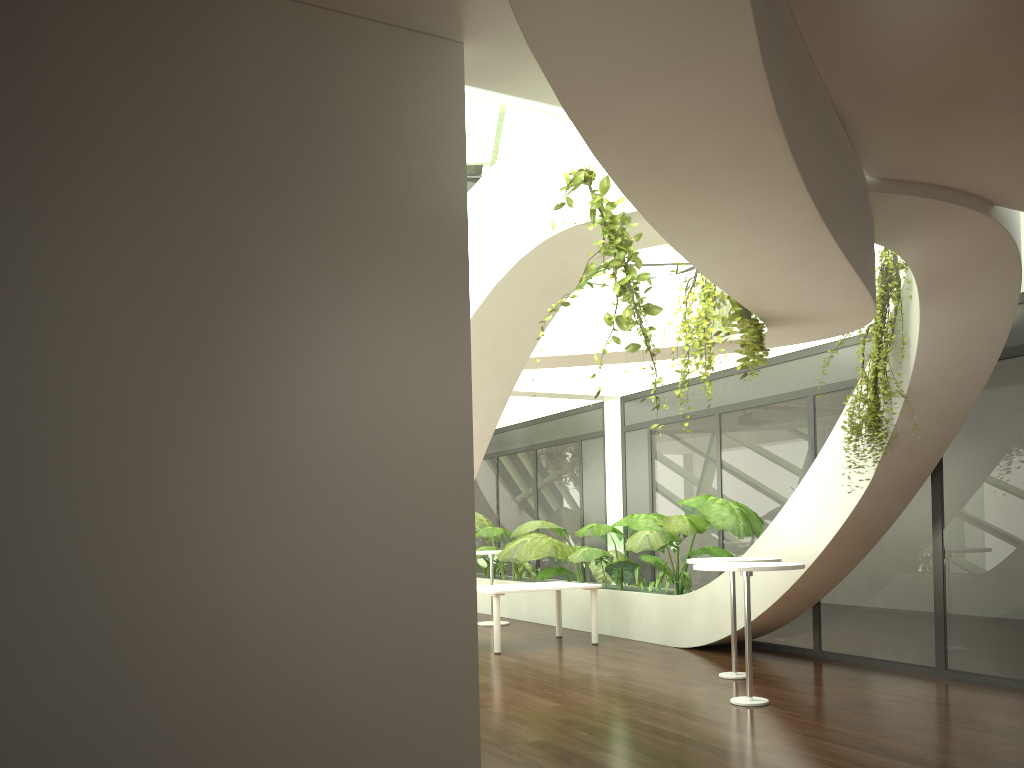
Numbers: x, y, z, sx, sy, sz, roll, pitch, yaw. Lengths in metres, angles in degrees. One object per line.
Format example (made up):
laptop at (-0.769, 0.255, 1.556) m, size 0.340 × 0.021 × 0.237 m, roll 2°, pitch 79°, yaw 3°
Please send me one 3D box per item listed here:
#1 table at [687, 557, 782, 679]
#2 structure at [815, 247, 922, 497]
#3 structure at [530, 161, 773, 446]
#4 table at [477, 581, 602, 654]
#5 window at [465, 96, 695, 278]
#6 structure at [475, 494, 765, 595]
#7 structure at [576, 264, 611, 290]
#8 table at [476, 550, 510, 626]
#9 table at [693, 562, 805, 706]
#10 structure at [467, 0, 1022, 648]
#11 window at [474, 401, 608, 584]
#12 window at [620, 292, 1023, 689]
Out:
table at (2.071, 2.170, 8.124) m, size 0.857 × 1.093 × 0.861 m, roll 2°, pitch -5°, yaw -42°
structure at (3.081, -0.126, 7.263) m, size 0.614 × 2.111 × 1.070 m, roll -1°, pitch -2°, yaw -15°
structure at (1.115, -0.371, 5.729) m, size 1.233 × 1.847 × 3.231 m, roll -3°, pitch -7°, yaw 28°
table at (0.216, 2.834, 10.717) m, size 1.502 × 0.715 × 1.078 m, roll 3°, pitch -8°, yaw -27°
window at (-1.588, -1.128, 12.126) m, size 5.694 × 0.055 × 16.893 m, roll 3°, pitch -11°, yaw -26°
structure at (0.219, 2.587, 12.772) m, size 1.783 × 1.706 × 8.992 m, roll 1°, pitch -9°, yaw -27°
structure at (-1.008, 0.009, 9.200) m, size 4.642 × 2.310 × 1.451 m, roll -5°, pitch -4°, yaw 26°
table at (-0.281, 3.064, 13.161) m, size 0.856 × 1.093 × 0.862 m, roll -2°, pitch -4°, yaw 8°
table at (1.885, 1.976, 6.933) m, size 0.857 × 1.093 × 0.861 m, roll 2°, pitch -5°, yaw -42°
structure at (0.525, 1.059, 7.916) m, size 5.919 × 4.196 × 24.630 m, roll 1°, pitch -9°, yaw -21°
window at (-0.215, 2.441, 15.899) m, size 0.050 × 3.225 × 7.256 m, roll -1°, pitch -7°, yaw -27°
window at (3.189, 1.245, 9.190) m, size 0.050 × 3.225 × 7.166 m, roll -1°, pitch -7°, yaw -27°
